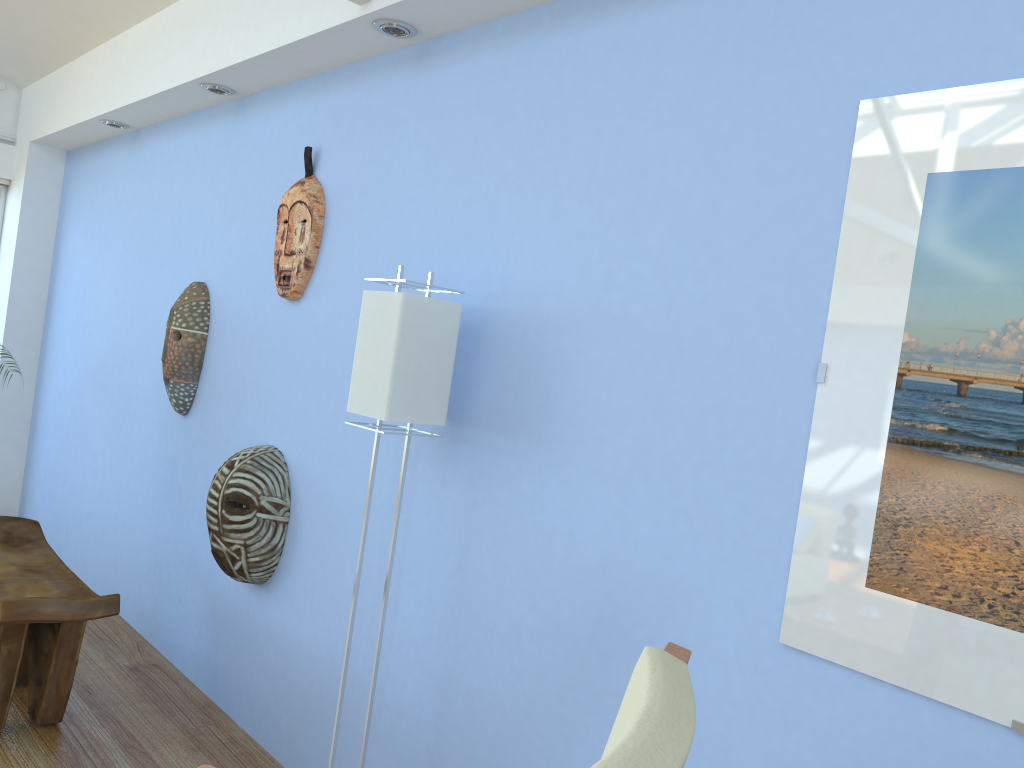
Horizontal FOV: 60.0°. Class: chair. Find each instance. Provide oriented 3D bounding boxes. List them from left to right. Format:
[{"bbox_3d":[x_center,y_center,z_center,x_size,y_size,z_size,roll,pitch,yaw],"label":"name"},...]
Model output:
[{"bbox_3d":[-0.289,0.772,1.042,0.859,0.982,0.632,9,1,18],"label":"chair"}]

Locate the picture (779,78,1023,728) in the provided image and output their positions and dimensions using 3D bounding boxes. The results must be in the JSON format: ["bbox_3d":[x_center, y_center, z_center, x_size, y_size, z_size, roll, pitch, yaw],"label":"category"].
[{"bbox_3d":[0.994,0.058,0.990,0.005,0.937,1.419,7,1,-42],"label":"picture"}]

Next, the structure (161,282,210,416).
[{"bbox_3d":[-1.319,-0.146,3.511,0.115,0.541,0.254,7,1,-42],"label":"structure"}]

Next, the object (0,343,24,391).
[{"bbox_3d":[-3.324,-0.081,4.083,1.563,1.695,1.706,9,1,39],"label":"object"}]

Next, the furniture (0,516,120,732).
[{"bbox_3d":[-1.619,0.786,2.867,0.329,0.507,1.100,7,1,-41],"label":"furniture"}]

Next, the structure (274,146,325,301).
[{"bbox_3d":[-0.716,-0.532,2.934,0.063,0.508,0.264,7,1,-42],"label":"structure"}]

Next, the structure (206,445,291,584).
[{"bbox_3d":[-0.903,0.430,2.915,0.185,0.466,0.359,7,1,-42],"label":"structure"}]

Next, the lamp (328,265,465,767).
[{"bbox_3d":[-0.340,0.471,2.181,0.200,1.520,0.200,7,1,-42],"label":"lamp"}]
